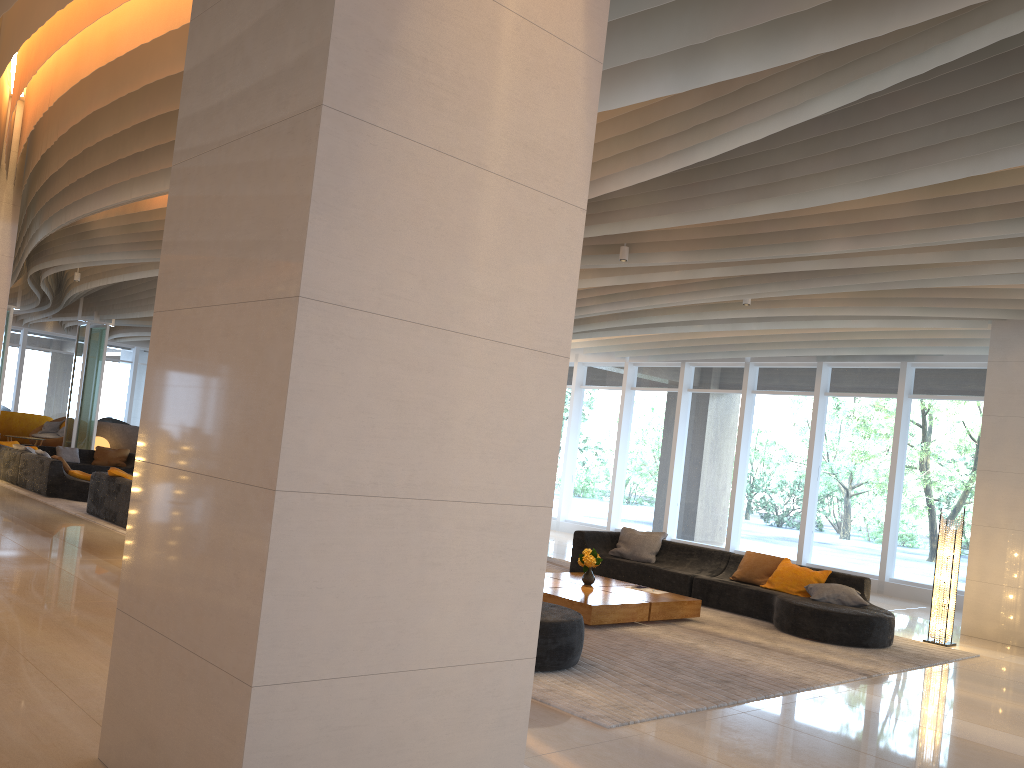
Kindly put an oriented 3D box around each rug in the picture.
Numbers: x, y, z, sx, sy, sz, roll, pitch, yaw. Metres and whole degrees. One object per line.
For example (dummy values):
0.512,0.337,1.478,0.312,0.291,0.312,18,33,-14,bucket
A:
-2.814,2.142,12.666,5.632,0.022,15.908,11,-6,-42,rug

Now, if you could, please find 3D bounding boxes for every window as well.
-0.823,0.869,17.103,53.998,3.215,22.391,6,-5,12,window

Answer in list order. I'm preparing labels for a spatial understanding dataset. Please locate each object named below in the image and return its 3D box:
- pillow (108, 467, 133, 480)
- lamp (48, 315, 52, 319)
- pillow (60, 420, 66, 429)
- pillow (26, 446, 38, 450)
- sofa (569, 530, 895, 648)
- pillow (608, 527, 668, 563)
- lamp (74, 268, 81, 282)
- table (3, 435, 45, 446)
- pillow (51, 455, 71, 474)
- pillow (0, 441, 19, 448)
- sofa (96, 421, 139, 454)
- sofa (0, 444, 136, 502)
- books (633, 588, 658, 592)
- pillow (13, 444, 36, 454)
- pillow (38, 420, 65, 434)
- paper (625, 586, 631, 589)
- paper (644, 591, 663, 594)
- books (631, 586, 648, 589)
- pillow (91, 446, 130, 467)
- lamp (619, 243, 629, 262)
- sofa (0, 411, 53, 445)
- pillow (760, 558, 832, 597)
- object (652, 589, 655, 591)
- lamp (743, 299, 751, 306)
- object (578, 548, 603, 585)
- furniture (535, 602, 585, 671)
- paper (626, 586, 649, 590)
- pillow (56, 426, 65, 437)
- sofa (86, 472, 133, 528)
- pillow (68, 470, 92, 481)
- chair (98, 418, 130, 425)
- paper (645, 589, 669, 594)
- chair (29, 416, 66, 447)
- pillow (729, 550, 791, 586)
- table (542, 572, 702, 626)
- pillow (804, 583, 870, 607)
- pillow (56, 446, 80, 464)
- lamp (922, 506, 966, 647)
-5.091,1.322,11.787,0.555,0.377,0.631,8,-4,-20,pillow
-11.383,-2.359,22.027,0.091,1.503,0.087,8,-2,-34,lamp
-11.679,1.154,23.353,0.596,0.421,0.378,5,-3,25,pillow
-8.403,1.246,15.502,0.419,0.334,0.328,6,-3,13,pillow
2.435,2.238,10.132,1.365,0.581,4.108,9,-5,-35,sofa
1.604,2.044,11.312,0.629,0.377,0.557,5,-4,25,pillow
-7.154,-2.458,14.768,0.089,1.503,0.089,6,-1,2,lamp
-12.175,1.485,22.119,1.062,0.318,0.834,4,-5,29,table
-7.026,1.289,13.911,0.335,0.310,0.416,9,-4,-41,pillow
-9.399,1.227,16.662,0.337,0.315,0.414,5,-4,19,pillow
-10.656,1.520,24.075,2.550,0.899,1.118,6,-3,7,sofa
-7.255,1.550,15.747,2.886,0.652,4.990,10,-6,-42,sofa
1.366,2.099,9.063,0.208,0.011,0.185,4,-5,28,books
-8.213,1.253,15.227,0.639,0.376,0.558,3,-5,43,pillow
-12.083,1.122,23.312,0.617,0.453,0.476,6,-3,9,pillow
1.291,2.101,9.133,0.193,0.001,0.268,3,-6,39,paper
1.455,2.110,9.007,0.187,0.001,0.265,3,-6,35,paper
1.316,2.094,9.124,0.109,0.011,0.185,3,-6,38,books
-8.096,1.470,17.911,0.647,0.377,0.541,8,-4,-21,pillow
1.199,-1.979,8.890,0.089,1.503,0.089,6,-1,2,lamp
-13.492,1.147,23.437,1.089,0.899,2.616,4,-5,37,sofa
3.068,2.116,9.589,0.484,0.402,0.596,9,-4,-35,pillow
1.412,2.099,9.038,0.104,0.014,0.184,4,-5,29,object
2.831,-1.673,10.404,0.089,1.503,0.089,6,-1,2,lamp
0.777,1.841,8.969,0.271,0.376,0.231,9,-3,-41,object
0.027,1.776,6.369,1.002,0.363,0.967,9,-5,-33,furniture
1.297,2.101,9.132,0.182,0.001,0.262,3,-6,39,paper
-11.502,1.190,22.978,0.473,0.408,0.494,9,-4,-40,pillow
-4.155,1.554,10.943,0.962,0.581,3.704,10,-6,-42,sofa
-6.655,1.429,13.846,0.413,0.135,0.415,7,-4,-9,pillow
-11.411,1.530,25.929,1.117,1.003,1.547,5,-4,30,chair
1.455,2.109,9.007,0.182,0.001,0.262,3,-5,34,paper
-11.827,1.259,23.133,1.490,1.003,1.160,4,-4,35,chair
2.780,2.100,9.993,0.378,0.373,0.565,9,-5,-44,pillow
0.745,2.125,8.812,1.635,0.219,1.570,11,-6,-42,table
3.322,2.168,9.102,0.583,0.208,0.442,6,-4,7,pillow
-8.684,1.386,17.342,0.416,0.312,0.316,9,-4,-40,pillow
4.529,1.980,9.246,0.255,1.448,0.245,8,-2,-43,lamp
